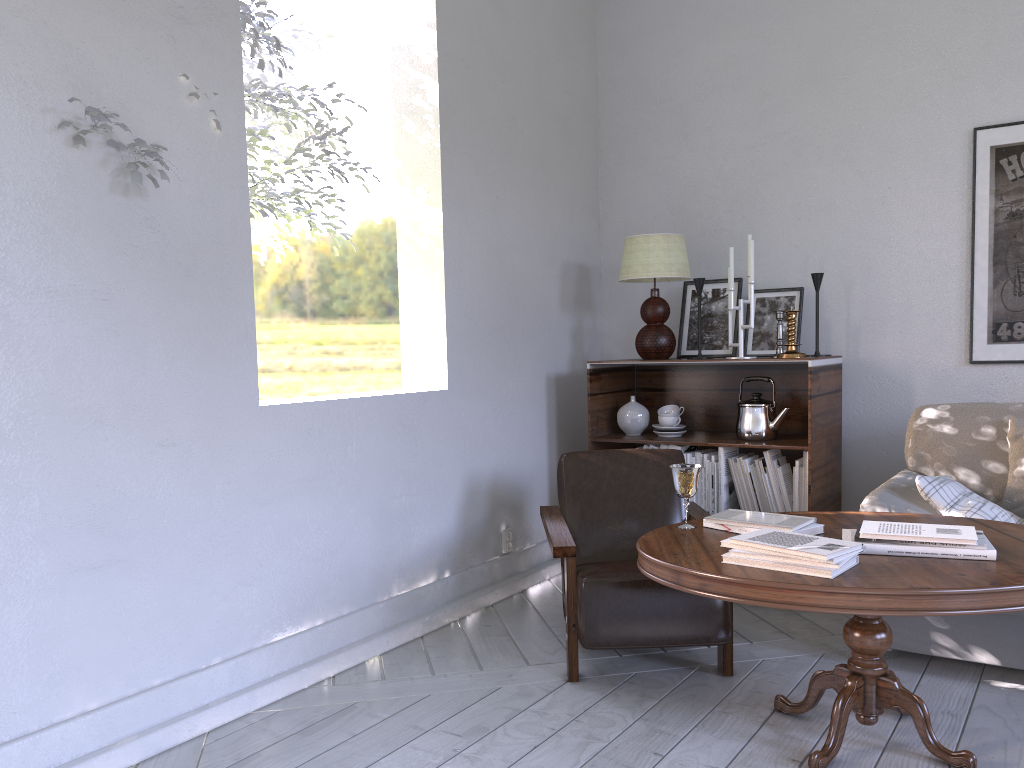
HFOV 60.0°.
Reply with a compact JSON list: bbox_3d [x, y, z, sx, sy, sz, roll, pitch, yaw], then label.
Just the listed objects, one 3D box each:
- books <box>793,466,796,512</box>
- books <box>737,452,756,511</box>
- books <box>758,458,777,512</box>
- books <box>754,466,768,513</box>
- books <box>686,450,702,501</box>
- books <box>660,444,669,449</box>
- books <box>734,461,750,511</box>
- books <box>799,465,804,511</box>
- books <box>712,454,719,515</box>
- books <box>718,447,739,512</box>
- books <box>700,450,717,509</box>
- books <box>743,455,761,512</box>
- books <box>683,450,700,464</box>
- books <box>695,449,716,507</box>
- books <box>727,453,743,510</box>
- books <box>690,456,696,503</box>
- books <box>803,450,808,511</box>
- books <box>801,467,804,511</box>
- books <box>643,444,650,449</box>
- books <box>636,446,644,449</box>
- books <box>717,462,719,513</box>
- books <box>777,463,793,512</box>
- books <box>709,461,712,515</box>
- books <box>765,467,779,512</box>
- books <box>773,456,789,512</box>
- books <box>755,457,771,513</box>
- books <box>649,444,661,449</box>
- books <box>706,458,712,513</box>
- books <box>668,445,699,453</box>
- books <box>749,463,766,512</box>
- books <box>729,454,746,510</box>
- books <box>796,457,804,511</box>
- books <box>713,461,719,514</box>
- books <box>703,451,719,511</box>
[{"bbox_3d":[0.946,0.356,2.914,0.009,0.182,0.115,2,5,33],"label":"books"},{"bbox_3d":[0.817,0.343,3.001,0.074,0.210,0.129,2,5,33],"label":"books"},{"bbox_3d":[0.875,0.347,2.963,0.064,0.203,0.131,2,5,33],"label":"books"},{"bbox_3d":[0.863,0.358,2.991,0.055,0.178,0.115,2,5,33],"label":"books"},{"bbox_3d":[0.649,0.341,3.114,0.011,0.207,0.131,2,6,38],"label":"books"},{"bbox_3d":[0.561,0.324,3.206,0.092,0.240,0.172,1,5,33],"label":"books"},{"bbox_3d":[0.807,0.351,3.013,0.065,0.193,0.125,2,5,33],"label":"books"},{"bbox_3d":[0.961,0.355,2.906,0.009,0.184,0.115,2,5,33],"label":"books"},{"bbox_3d":[0.719,0.342,3.059,0.009,0.205,0.114,2,6,38],"label":"books"},{"bbox_3d":[0.743,0.326,3.039,0.018,0.237,0.126,2,6,38],"label":"books"},{"bbox_3d":[0.693,0.340,3.094,0.011,0.207,0.131,2,6,38],"label":"books"},{"bbox_3d":[0.831,0.347,2.991,0.064,0.203,0.131,2,5,33],"label":"books"},{"bbox_3d":[0.635,0.341,3.115,0.011,0.207,0.131,2,6,38],"label":"books"},{"bbox_3d":[0.680,0.338,3.104,0.020,0.212,0.129,2,6,38],"label":"books"},{"bbox_3d":[0.793,0.345,3.040,0.064,0.203,0.131,2,5,33],"label":"books"},{"bbox_3d":[0.660,0.346,3.106,0.015,0.196,0.125,2,6,38],"label":"books"},{"bbox_3d":[0.976,0.329,2.886,0.018,0.237,0.126,2,5,33],"label":"books"},{"bbox_3d":[0.966,0.356,2.896,0.009,0.182,0.115,2,5,33],"label":"books"},{"bbox_3d":[0.491,0.328,3.242,0.104,0.233,0.152,1,5,33],"label":"books"},{"bbox_3d":[0.469,0.335,3.262,0.100,0.219,0.161,1,5,33],"label":"books"},{"bbox_3d":[0.734,0.353,3.049,0.009,0.182,0.115,2,6,38],"label":"books"},{"bbox_3d":[0.927,0.359,2.948,0.055,0.178,0.115,2,5,33],"label":"books"},{"bbox_3d":[0.710,0.353,3.062,0.009,0.182,0.115,2,6,38],"label":"books"},{"bbox_3d":[0.893,0.358,2.965,0.056,0.178,0.115,2,5,33],"label":"books"},{"bbox_3d":[0.917,0.347,2.957,0.061,0.200,0.114,2,5,33],"label":"books"},{"bbox_3d":[0.865,0.348,2.983,0.061,0.200,0.114,2,5,33],"label":"books"},{"bbox_3d":[0.516,0.327,3.222,0.112,0.236,0.172,1,5,33],"label":"books"},{"bbox_3d":[0.705,0.350,3.073,0.012,0.189,0.120,2,6,38],"label":"books"},{"bbox_3d":[0.593,0.324,3.177,0.104,0.243,0.174,1,5,33],"label":"books"},{"bbox_3d":[0.849,0.355,2.992,0.060,0.185,0.120,2,5,33],"label":"books"},{"bbox_3d":[0.796,0.346,3.024,0.064,0.203,0.131,2,5,33],"label":"books"},{"bbox_3d":[0.951,0.345,2.905,0.009,0.205,0.114,2,5,33],"label":"books"},{"bbox_3d":[0.723,0.353,3.050,0.009,0.184,0.115,2,6,38],"label":"books"},{"bbox_3d":[0.702,0.340,3.088,0.011,0.207,0.131,2,6,38],"label":"books"}]
